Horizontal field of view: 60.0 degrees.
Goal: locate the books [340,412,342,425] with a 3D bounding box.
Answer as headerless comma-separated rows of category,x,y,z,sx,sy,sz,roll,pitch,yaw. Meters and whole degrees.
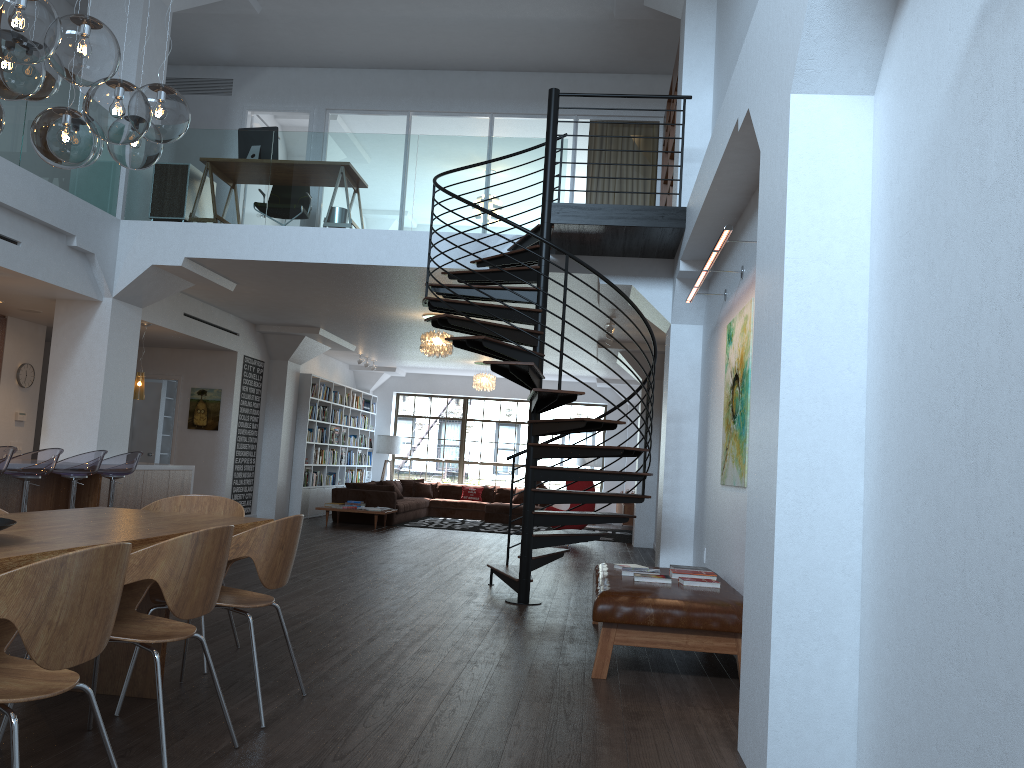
books,-3.288,0.639,16.695,0.159,0.250,0.026,3,-5,6

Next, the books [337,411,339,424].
books,-3.312,0.624,16.486,0.174,0.239,0.045,3,-5,6

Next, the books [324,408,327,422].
books,-3.386,0.551,15.734,0.174,0.240,0.054,3,-5,6

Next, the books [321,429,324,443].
books,-3.413,0.910,15.605,0.182,0.253,0.034,3,-5,6

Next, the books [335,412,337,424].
books,-3.320,0.621,16.366,0.161,0.223,0.027,3,-5,6

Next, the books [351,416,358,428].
books,-3.189,0.762,17.855,0.140,0.231,0.042,3,-5,6

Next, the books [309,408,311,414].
books,-3.463,0.491,14.815,0.161,0.182,0.170,3,-5,6

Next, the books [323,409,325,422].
books,-3.389,0.552,15.658,0.161,0.223,0.032,3,-5,6

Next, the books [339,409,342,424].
books,-3.307,0.615,16.625,0.197,0.283,0.065,3,-5,6

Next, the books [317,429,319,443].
books,-3.437,0.893,15.358,0.174,0.239,0.045,3,-5,6

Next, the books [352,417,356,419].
books,-3.200,0.767,17.740,0.127,0.200,0.020,3,-5,6

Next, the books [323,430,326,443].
books,-3.402,0.927,15.704,0.174,0.239,0.045,3,-5,6

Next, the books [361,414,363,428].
books,-3.155,0.764,18.174,0.176,0.290,0.053,3,-5,5

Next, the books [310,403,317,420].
books,-3.426,0.466,15.117,0.176,0.290,0.053,3,-5,6

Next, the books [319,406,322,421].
books,-3.422,0.515,15.474,0.180,0.259,0.042,3,-5,6

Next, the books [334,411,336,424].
books,-3.336,0.611,16.309,0.167,0.230,0.037,3,-5,6

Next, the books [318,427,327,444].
books,-3.394,0.915,15.842,0.176,0.294,0.102,3,-5,6

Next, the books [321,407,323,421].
books,-3.410,0.529,15.551,0.171,0.246,0.039,3,-5,6

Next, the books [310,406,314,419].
books,-3.448,0.478,14.956,0.172,0.235,0.112,3,-5,6

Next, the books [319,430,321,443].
books,-3.424,0.913,15.475,0.161,0.223,0.027,3,-5,6

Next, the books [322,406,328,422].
books,-3.393,0.539,15.852,0.198,0.284,0.049,3,-5,6

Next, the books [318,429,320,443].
books,-3.436,0.895,15.410,0.170,0.245,0.057,3,-5,6

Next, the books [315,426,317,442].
books,-3.459,0.857,15.225,0.197,0.283,0.065,3,-5,6

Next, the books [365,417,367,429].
books,-3.127,0.811,18.490,0.180,0.259,0.060,3,-5,5

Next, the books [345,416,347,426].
books,-3.257,0.706,17.068,0.139,0.191,0.036,3,-5,6

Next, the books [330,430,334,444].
books,-3.366,0.970,16.223,0.183,0.253,0.042,3,-5,6

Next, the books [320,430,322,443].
books,-3.428,0.914,15.535,0.167,0.230,0.037,3,-5,6

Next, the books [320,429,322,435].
books,-3.438,0.906,15.573,0.182,0.253,0.034,3,-5,6

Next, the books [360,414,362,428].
books,-3.173,0.756,18.065,0.198,0.284,0.066,3,-5,5

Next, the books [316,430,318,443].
books,-3.447,0.897,15.323,0.161,0.223,0.027,3,-5,6

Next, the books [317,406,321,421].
books,-3.424,0.510,15.387,0.183,0.253,0.042,3,-5,6

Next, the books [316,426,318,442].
books,-3.448,0.860,15.285,0.176,0.290,0.053,3,-5,6

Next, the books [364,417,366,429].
books,-3.128,0.806,18.407,0.183,0.253,0.034,3,-5,5

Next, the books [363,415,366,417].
books,-3.132,0.790,18.444,0.176,0.290,0.036,3,-5,5

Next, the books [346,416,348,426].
books,-3.248,0.707,17.127,0.146,0.202,0.027,3,-5,6

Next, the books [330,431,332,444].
books,-3.366,0.966,16.110,0.174,0.240,0.054,3,-5,6

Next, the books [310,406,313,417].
books,-3.453,0.477,14.924,0.152,0.232,0.104,3,-5,6

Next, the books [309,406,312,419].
books,-3.460,0.480,14.895,0.161,0.218,0.101,3,-5,6

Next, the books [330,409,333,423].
books,-3.344,0.577,16.067,0.182,0.253,0.034,3,-5,6

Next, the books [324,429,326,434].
books,-3.405,0.924,15.744,0.182,0.253,0.034,3,-5,6

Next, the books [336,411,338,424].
books,-3.320,0.616,16.435,0.170,0.245,0.057,3,-5,6

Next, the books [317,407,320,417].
books,-3.434,0.510,15.297,0.174,0.236,0.142,3,-5,6

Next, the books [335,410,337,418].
books,-3.325,0.609,16.394,0.159,0.250,0.026,3,-5,6

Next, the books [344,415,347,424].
books,-3.259,0.704,17.101,0.146,0.202,0.027,3,-5,6

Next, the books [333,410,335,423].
books,-3.333,0.593,16.239,0.182,0.253,0.034,3,-5,6

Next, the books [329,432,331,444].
books,-3.372,0.970,16.066,0.161,0.223,0.032,3,-5,6

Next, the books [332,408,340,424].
books,-3.309,0.606,16.564,0.176,0.290,0.053,3,-5,6

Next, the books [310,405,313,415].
books,-3.454,0.479,15.000,0.172,0.239,0.093,3,-5,6

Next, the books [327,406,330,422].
books,-3.371,0.542,15.902,0.176,0.291,0.053,3,-5,6

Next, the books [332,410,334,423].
books,-3.341,0.590,16.139,0.174,0.239,0.045,3,-5,6

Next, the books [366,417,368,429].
books,-3.124,0.823,18.588,0.183,0.253,0.034,3,-5,5

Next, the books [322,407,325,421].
books,-3.406,0.532,15.625,0.183,0.253,0.042,3,-5,6

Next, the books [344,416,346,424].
books,-3.258,0.710,17.038,0.128,0.178,0.021,3,-5,6

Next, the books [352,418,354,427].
books,-3.210,0.768,17.646,0.128,0.178,0.022,3,-5,6

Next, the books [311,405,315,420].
books,-3.444,0.482,15.039,0.174,0.242,0.105,3,-5,6

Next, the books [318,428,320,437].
books,-3.433,0.896,15.451,0.159,0.250,0.026,3,-5,6

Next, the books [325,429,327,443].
books,-3.391,0.928,15.777,0.182,0.253,0.034,3,-5,6
